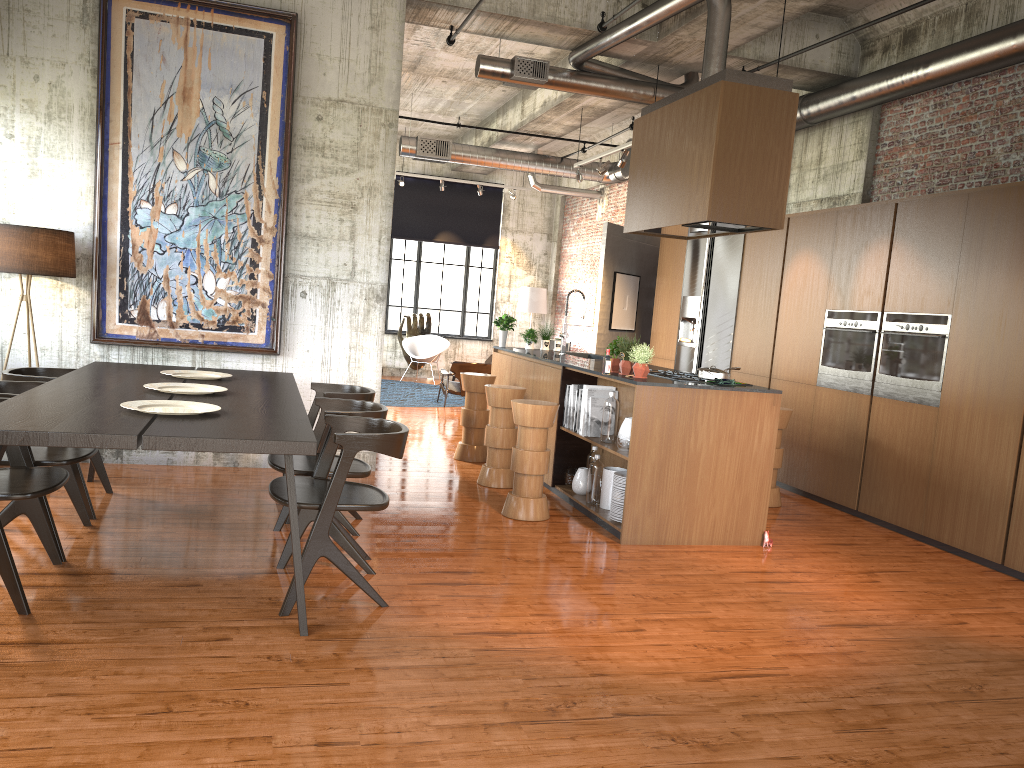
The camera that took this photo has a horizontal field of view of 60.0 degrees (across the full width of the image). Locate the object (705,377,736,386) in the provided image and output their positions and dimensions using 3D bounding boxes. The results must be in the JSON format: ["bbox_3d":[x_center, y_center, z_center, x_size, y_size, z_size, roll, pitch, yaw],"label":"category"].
[{"bbox_3d":[1.660,-0.028,7.083,0.184,0.068,0.391,8,6,30],"label":"object"}]

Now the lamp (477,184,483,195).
[{"bbox_3d":[-0.682,-4.130,18.929,0.102,0.252,0.165,8,7,29],"label":"lamp"}]

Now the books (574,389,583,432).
[{"bbox_3d":[0.723,0.248,8.056,0.284,0.397,0.036,3,7,-16],"label":"books"}]

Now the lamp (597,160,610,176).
[{"bbox_3d":[1.220,-2.907,11.939,0.199,0.229,0.101,4,6,-6],"label":"lamp"}]

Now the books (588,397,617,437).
[{"bbox_3d":[0.800,0.298,7.832,0.246,0.348,0.084,3,7,-16],"label":"books"}]

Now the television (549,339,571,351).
[{"bbox_3d":[1.024,-0.553,19.156,0.286,0.796,1.085,1,7,-29],"label":"television"}]

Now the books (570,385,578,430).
[{"bbox_3d":[0.690,0.221,8.226,0.294,0.416,0.101,3,7,-16],"label":"books"}]

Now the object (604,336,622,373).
[{"bbox_3d":[0.881,-0.258,7.580,0.179,0.312,0.172,4,6,-10],"label":"object"}]

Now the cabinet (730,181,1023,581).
[{"bbox_3d":[3.856,-0.186,8.504,0.860,3.055,5.322,3,6,-16],"label":"cabinet"}]

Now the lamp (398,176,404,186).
[{"bbox_3d":[-2.309,-4.227,18.513,0.102,0.212,0.259,2,6,-21],"label":"lamp"}]

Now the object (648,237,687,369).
[{"bbox_3d":[2.611,-0.664,12.929,0.860,3.056,0.907,3,7,-16],"label":"object"}]

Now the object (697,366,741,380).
[{"bbox_3d":[1.781,-0.099,7.628,0.330,0.121,0.728,7,5,19],"label":"object"}]

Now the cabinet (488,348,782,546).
[{"bbox_3d":[0.900,0.436,8.984,1.245,1.248,4.344,3,5,-16],"label":"cabinet"}]

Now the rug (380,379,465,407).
[{"bbox_3d":[-2.768,0.104,16.595,4.836,0.009,4.840,8,6,30],"label":"rug"}]

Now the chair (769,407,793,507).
[{"bbox_3d":[2.536,0.713,8.845,0.410,0.966,0.408,6,7,14],"label":"chair"}]

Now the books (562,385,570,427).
[{"bbox_3d":[0.632,0.213,8.380,0.284,0.397,0.036,3,7,-16],"label":"books"}]

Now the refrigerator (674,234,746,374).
[{"bbox_3d":[3.050,-0.526,11.804,1.212,3.061,1.511,3,7,-16],"label":"refrigerator"}]

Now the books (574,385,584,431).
[{"bbox_3d":[0.722,0.228,8.100,0.284,0.430,0.049,3,7,-16],"label":"books"}]

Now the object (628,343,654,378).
[{"bbox_3d":[1.036,-0.193,7.129,0.221,0.284,0.210,4,6,-8],"label":"object"}]

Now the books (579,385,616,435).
[{"bbox_3d":[0.764,0.237,7.939,0.284,0.445,0.058,3,7,-16],"label":"books"}]

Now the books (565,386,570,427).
[{"bbox_3d":[0.652,0.220,8.346,0.284,0.393,0.036,3,7,-16],"label":"books"}]

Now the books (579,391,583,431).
[{"bbox_3d":[0.757,0.254,7.989,0.284,0.402,0.036,3,7,-16],"label":"books"}]

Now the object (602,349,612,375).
[{"bbox_3d":[0.768,-0.179,7.156,0.056,0.209,0.055,3,7,-16],"label":"object"}]

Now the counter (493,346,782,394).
[{"bbox_3d":[0.947,-0.121,8.918,1.245,0.175,4.346,3,5,-16],"label":"counter"}]

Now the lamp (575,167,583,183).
[{"bbox_3d":[0.961,-2.992,12.664,0.102,0.212,0.260,6,6,14],"label":"lamp"}]

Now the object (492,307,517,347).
[{"bbox_3d":[-0.091,-0.692,10.665,0.268,0.504,0.303,8,7,26],"label":"object"}]

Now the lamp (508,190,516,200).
[{"bbox_3d":[0.021,-4.087,19.185,0.225,0.216,0.102,7,7,25],"label":"lamp"}]

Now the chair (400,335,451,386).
[{"bbox_3d":[-1.844,-0.520,18.704,1.056,1.034,0.805,7,6,23],"label":"chair"}]

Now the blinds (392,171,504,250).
[{"bbox_3d":[-1.416,-3.859,19.775,2.444,1.469,0.150,3,7,-16],"label":"blinds"}]

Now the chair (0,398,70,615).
[{"bbox_3d":[-2.801,0.610,4.724,0.770,0.997,0.875,3,6,-17],"label":"chair"}]

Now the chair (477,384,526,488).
[{"bbox_3d":[-0.102,0.507,8.673,0.409,0.966,0.409,0,8,-37],"label":"chair"}]

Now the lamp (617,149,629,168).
[{"bbox_3d":[1.397,-2.832,11.192,0.102,0.241,0.182,2,6,-21],"label":"lamp"}]

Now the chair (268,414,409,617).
[{"bbox_3d":[-1.023,0.722,5.155,0.770,0.997,0.875,3,6,-15],"label":"chair"}]

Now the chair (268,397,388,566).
[{"bbox_3d":[-1.265,0.629,6.015,0.770,0.997,0.875,3,6,-17],"label":"chair"}]

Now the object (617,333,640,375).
[{"bbox_3d":[0.955,-0.260,7.346,0.196,0.369,0.186,8,7,24],"label":"object"}]

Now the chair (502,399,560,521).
[{"bbox_3d":[0.155,0.632,7.445,0.409,0.966,0.409,0,8,-37],"label":"chair"}]

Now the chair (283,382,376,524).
[{"bbox_3d":[-1.509,0.522,7.037,0.770,0.997,0.875,3,6,-20],"label":"chair"}]

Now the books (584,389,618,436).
[{"bbox_3d":[0.792,0.260,7.866,0.294,0.416,0.101,3,7,-16],"label":"books"}]

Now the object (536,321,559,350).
[{"bbox_3d":[0.424,-0.606,10.851,0.305,0.383,0.361,7,6,18],"label":"object"}]

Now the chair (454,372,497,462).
[{"bbox_3d":[-0.416,0.371,9.971,0.409,0.966,0.409,0,8,-37],"label":"chair"}]

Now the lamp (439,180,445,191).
[{"bbox_3d":[-1.475,-4.176,18.698,0.102,0.252,0.164,6,6,9],"label":"lamp"}]

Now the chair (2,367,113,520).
[{"bbox_3d":[-3.324,0.411,6.551,0.770,0.997,0.875,3,6,-16],"label":"chair"}]

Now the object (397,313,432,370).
[{"bbox_3d":[-2.168,-0.949,19.566,0.728,1.301,0.454,4,6,-4],"label":"object"}]

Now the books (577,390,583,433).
[{"bbox_3d":[0.743,0.255,8.023,0.284,0.393,0.036,3,7,-16],"label":"books"}]

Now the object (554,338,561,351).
[{"bbox_3d":[0.572,-0.484,10.886,0.107,0.158,0.107,7,6,19],"label":"object"}]

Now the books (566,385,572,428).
[{"bbox_3d":[0.666,0.219,8.312,0.284,0.402,0.036,3,7,-16],"label":"books"}]

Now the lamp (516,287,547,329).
[{"bbox_3d":[0.400,-1.061,20.144,0.694,2.251,0.704,5,6,6],"label":"lamp"}]

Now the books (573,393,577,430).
[{"bbox_3d":[0.720,0.252,8.157,0.284,0.371,0.049,3,7,-16],"label":"books"}]

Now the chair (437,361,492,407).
[{"bbox_3d":[-0.772,-0.014,15.228,0.875,0.796,1.039,3,6,-15],"label":"chair"}]

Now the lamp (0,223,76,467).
[{"bbox_3d":[-4.131,-0.283,7.516,0.752,2.063,0.749,4,6,-4],"label":"lamp"}]

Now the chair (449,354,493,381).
[{"bbox_3d":[-0.677,-0.193,17.431,1.043,0.796,0.872,2,6,-26],"label":"chair"}]

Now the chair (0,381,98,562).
[{"bbox_3d":[-3.043,0.517,5.583,0.770,0.997,0.875,3,6,-15],"label":"chair"}]
